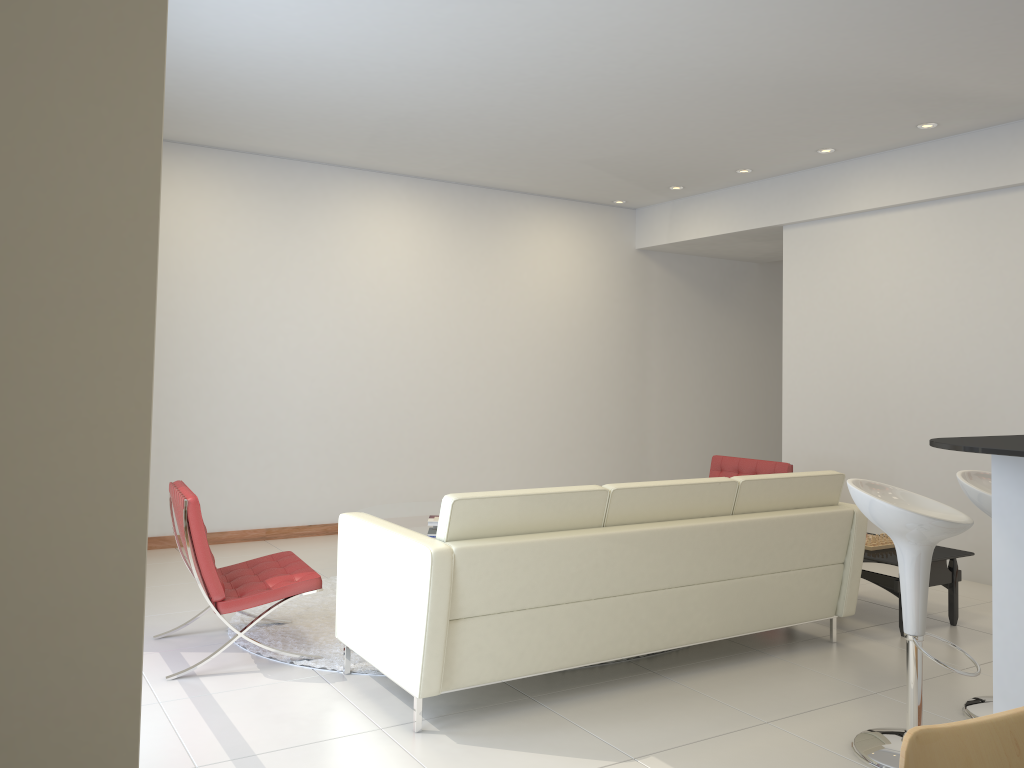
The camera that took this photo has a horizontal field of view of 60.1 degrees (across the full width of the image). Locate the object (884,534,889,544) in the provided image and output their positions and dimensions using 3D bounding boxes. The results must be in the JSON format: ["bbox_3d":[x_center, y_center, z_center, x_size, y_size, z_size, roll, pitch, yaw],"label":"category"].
[{"bbox_3d":[2.235,0.914,5.277,0.030,0.069,0.030,2,-2,-24],"label":"object"}]

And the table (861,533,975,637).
[{"bbox_3d":[2.153,1.177,5.340,0.700,0.423,0.916,1,0,-32],"label":"table"}]

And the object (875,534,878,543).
[{"bbox_3d":[2.180,0.923,5.290,0.030,0.050,0.030,2,-2,-24],"label":"object"}]

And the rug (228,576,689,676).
[{"bbox_3d":[-0.023,1.343,5.437,3.324,0.005,2.442,1,1,-30],"label":"rug"}]

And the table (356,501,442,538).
[{"bbox_3d":[-0.430,1.126,6.132,1.319,0.405,1.536,1,0,-33],"label":"table"}]

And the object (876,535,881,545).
[{"bbox_3d":[2.167,0.921,5.235,0.030,0.055,0.030,2,-2,-24],"label":"object"}]

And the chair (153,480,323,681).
[{"bbox_3d":[-1.383,0.923,4.460,0.706,0.819,0.699,2,-1,-26],"label":"chair"}]

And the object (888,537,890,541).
[{"bbox_3d":[2.282,0.924,5.352,0.030,0.050,0.030,2,-2,-24],"label":"object"}]

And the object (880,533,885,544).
[{"bbox_3d":[2.201,0.916,5.256,0.030,0.064,0.030,2,-2,-24],"label":"object"}]

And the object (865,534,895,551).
[{"bbox_3d":[2.144,0.955,5.383,0.360,0.021,0.360,1,1,-32],"label":"object"}]

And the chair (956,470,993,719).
[{"bbox_3d":[2.132,0.899,3.726,0.456,1.024,0.464,2,-2,-21],"label":"chair"}]

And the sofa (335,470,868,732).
[{"bbox_3d":[0.522,0.901,4.408,2.562,0.925,1.000,1,-1,-32],"label":"sofa"}]

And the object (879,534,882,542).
[{"bbox_3d":[2.214,0.923,5.310,0.030,0.050,0.030,2,-2,-24],"label":"object"}]

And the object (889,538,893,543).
[{"bbox_3d":[2.269,0.922,5.298,0.030,0.055,0.030,2,-2,-24],"label":"object"}]

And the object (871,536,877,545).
[{"bbox_3d":[2.133,0.922,5.214,0.030,0.052,0.030,3,-2,-39],"label":"object"}]

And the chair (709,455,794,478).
[{"bbox_3d":[1.539,0.958,6.350,0.705,0.819,0.699,2,-2,-37],"label":"chair"}]

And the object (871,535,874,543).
[{"bbox_3d":[2.146,0.922,5.269,0.030,0.050,0.030,2,-2,-24],"label":"object"}]

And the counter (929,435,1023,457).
[{"bbox_3d":[2.693,0.215,3.378,2.961,0.019,0.735,1,1,-32],"label":"counter"}]

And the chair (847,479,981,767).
[{"bbox_3d":[1.510,0.891,3.340,0.464,1.024,0.456,-1,-3,44],"label":"chair"}]

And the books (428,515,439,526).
[{"bbox_3d":[-0.380,0.889,5.760,0.323,0.027,0.255,1,1,-2],"label":"books"}]

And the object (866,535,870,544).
[{"bbox_3d":[2.112,0.922,5.248,0.030,0.050,0.030,2,-2,-24],"label":"object"}]

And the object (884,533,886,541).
[{"bbox_3d":[2.248,0.924,5.331,0.030,0.050,0.030,2,-2,-24],"label":"object"}]

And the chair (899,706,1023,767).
[{"bbox_3d":[0.836,0.963,1.164,0.521,0.909,0.515,2,-2,-24],"label":"chair"}]

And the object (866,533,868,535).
[{"bbox_3d":[2.211,0.921,5.543,0.030,0.050,0.030,2,-2,-24],"label":"object"}]

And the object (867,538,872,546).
[{"bbox_3d":[2.098,0.925,5.193,0.030,0.044,0.030,2,-2,-24],"label":"object"}]
